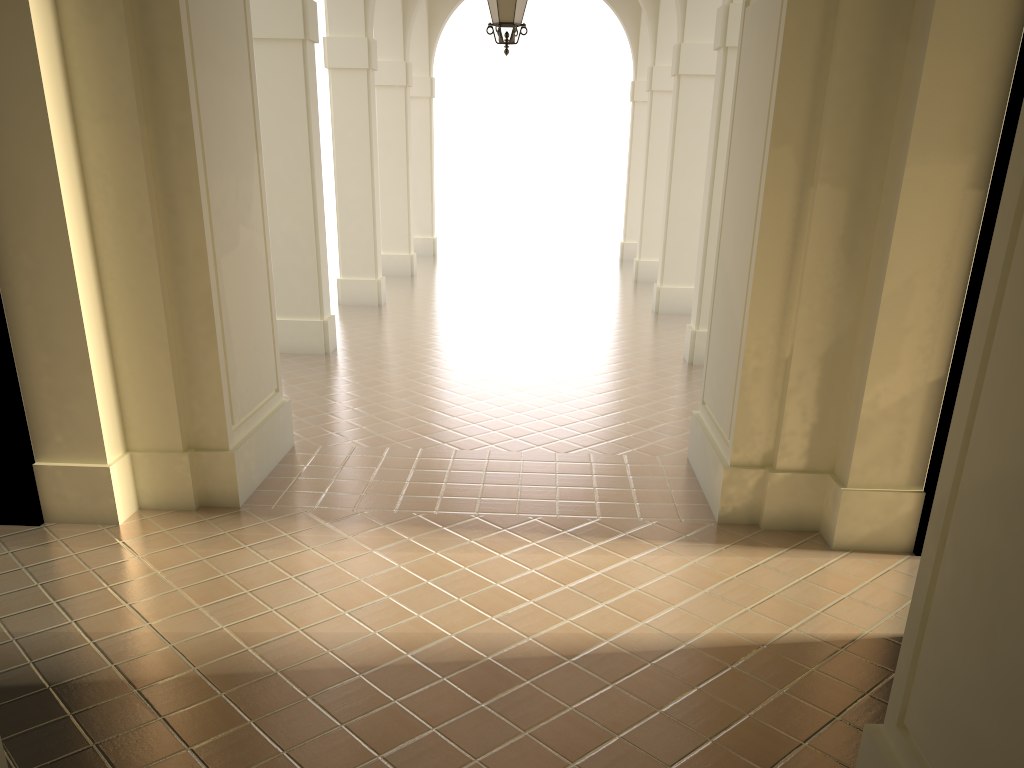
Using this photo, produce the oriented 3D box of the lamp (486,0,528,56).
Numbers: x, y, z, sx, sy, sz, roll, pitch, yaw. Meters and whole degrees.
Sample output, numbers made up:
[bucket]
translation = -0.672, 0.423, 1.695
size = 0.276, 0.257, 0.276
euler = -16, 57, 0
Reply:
[lamp]
translation = -0.020, -4.760, 7.731
size = 0.510, 3.497, 0.418
euler = 2, 22, 2
